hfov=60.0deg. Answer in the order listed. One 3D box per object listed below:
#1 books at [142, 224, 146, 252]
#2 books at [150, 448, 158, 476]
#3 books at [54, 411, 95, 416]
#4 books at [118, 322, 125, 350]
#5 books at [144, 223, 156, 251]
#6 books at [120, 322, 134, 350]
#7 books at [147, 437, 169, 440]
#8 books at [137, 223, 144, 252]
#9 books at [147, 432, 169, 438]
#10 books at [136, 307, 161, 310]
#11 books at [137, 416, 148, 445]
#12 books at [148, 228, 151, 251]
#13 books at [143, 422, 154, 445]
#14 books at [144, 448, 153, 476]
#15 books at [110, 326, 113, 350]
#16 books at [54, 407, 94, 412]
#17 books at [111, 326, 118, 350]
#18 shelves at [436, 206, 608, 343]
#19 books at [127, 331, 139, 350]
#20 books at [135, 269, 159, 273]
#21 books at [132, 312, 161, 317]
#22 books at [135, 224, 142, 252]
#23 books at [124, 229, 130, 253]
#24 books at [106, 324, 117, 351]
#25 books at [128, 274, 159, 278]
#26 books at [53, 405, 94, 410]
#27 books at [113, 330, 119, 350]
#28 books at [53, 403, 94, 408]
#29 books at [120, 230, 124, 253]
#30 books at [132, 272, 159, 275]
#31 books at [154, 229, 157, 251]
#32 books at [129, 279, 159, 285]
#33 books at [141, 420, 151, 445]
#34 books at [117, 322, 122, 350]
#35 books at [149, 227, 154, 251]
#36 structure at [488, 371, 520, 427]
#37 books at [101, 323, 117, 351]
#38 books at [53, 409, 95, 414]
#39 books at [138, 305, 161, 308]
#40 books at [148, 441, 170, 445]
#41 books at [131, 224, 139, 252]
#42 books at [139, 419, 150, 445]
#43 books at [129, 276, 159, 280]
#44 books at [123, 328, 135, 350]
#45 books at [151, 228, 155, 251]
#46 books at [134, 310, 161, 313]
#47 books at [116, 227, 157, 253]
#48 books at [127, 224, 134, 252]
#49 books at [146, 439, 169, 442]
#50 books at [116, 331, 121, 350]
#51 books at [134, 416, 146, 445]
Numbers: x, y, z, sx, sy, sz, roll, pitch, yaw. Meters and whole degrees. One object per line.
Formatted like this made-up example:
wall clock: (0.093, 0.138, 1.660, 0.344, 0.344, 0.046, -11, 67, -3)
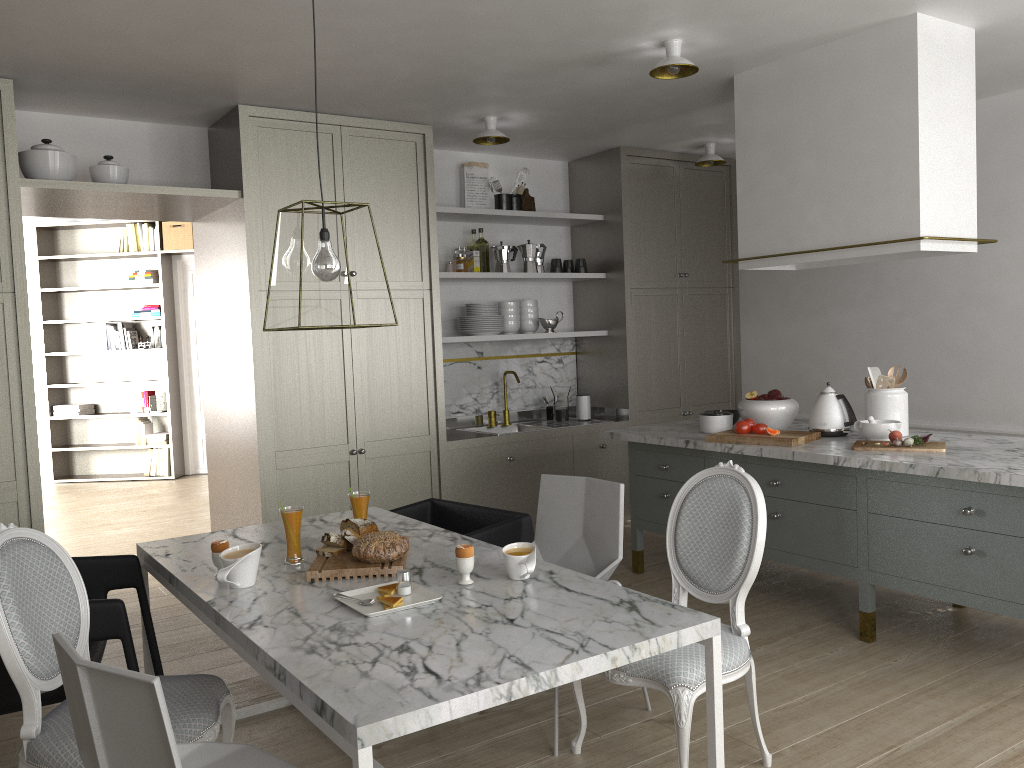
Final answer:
books: (-3.382, -1.349, 8.257, 0.016, 0.250, 0.198, -2, 3, 1)
books: (-3.332, 0.726, 8.359, 0.088, 0.266, 0.169, -2, 3, 6)
books: (-4.147, 0.283, 8.406, 0.265, 0.019, 0.232, -2, 3, 11)
books: (-3.624, -0.450, 8.339, 0.051, 0.258, 0.189, -2, 3, 6)
books: (-3.360, -1.353, 8.256, 0.028, 0.260, 0.198, -2, 3, 1)
books: (-3.602, -0.452, 8.338, 0.046, 0.259, 0.199, -2, 3, 6)
books: (-3.299, 0.504, 8.377, 0.189, 0.013, 0.248, -2, 3, 6)
books: (-3.419, -1.355, 8.257, 0.043, 0.267, 0.198, -2, 3, 1)
books: (-3.297, 0.480, 8.379, 0.187, 0.032, 0.256, -2, 3, 6)
books: (-3.370, -0.698, 8.251, 0.202, 0.023, 0.141, -2, 3, -2)
books: (-3.472, 0.440, 8.344, 0.017, 0.258, 0.174, -2, 3, 6)
books: (-3.338, -1.336, 8.271, 0.016, 0.220, 0.198, -2, 3, 1)
books: (-3.418, 0.468, 8.340, 0.014, 0.199, 0.163, -2, 3, 6)
books: (-3.386, 0.727, 8.363, 0.101, 0.265, 0.169, -2, 3, 6)
books: (-3.719, -0.433, 8.349, 0.018, 0.230, 0.194, -2, 3, 6)
books: (-4.148, 0.244, 8.404, 0.274, 0.019, 0.232, -2, 3, 9)
books: (-3.703, -0.430, 8.348, 0.030, 0.223, 0.189, -2, 3, 6)
shelves: (-0.046, -0.664, 5.521, 1.339, 0.775, 0.352, -4, 4, -34)
books: (-3.553, -0.411, 8.322, 0.043, 0.175, 0.144, -2, 3, 6)
books: (-3.386, -1.047, 8.252, 0.167, 0.022, 0.155, -1, 3, 19)
books: (-3.385, -0.645, 8.280, 0.257, 0.038, 0.193, -3, 3, -4)
books: (-3.444, -1.352, 8.272, 0.051, 0.262, 0.198, -2, 3, 1)
books: (-3.559, -1.323, 8.238, 0.041, 0.217, 0.146, -2, 3, 1)
books: (-3.743, -0.439, 8.346, 0.044, 0.243, 0.182, -2, 3, 6)
books: (-3.403, -1.004, 8.275, 0.248, 0.018, 0.213, -1, 3, 16)
books: (-4.149, 0.225, 8.403, 0.266, 0.019, 0.232, -2, 3, 11)
books: (-3.677, -0.413, 8.315, 0.041, 0.192, 0.133, -2, 3, 6)
books: (-4.150, 0.205, 8.401, 0.268, 0.019, 0.232, -2, 3, 10)
books: (-3.589, -1.318, 8.237, 0.048, 0.208, 0.146, -2, 3, 1)
books: (-3.393, -1.024, 8.257, 0.197, 0.022, 0.174, -1, 3, 16)
books: (-3.284, -1.329, 8.260, 0.015, 0.201, 0.198, -2, 3, 1)
books: (-3.398, -0.947, 8.273, 0.258, 0.048, 0.191, -1, 3, 16)
books: (-3.434, 0.458, 8.341, 0.016, 0.220, 0.163, -2, 3, 6)
books: (-3.642, -0.450, 8.338, 0.036, 0.259, 0.189, -2, 3, 6)
books: (-3.320, -1.339, 8.256, 0.021, 0.226, 0.198, -2, 3, 1)
structure: (-0.058, 0.094, 5.569, 0.167, 0.347, 0.195, -4, 4, -26)
books: (-3.788, -0.444, 8.353, 0.047, 0.257, 0.189, -2, 3, 6)
books: (-4.148, 0.264, 8.405, 0.269, 0.019, 0.232, -2, 3, 12)
books: (-3.360, -0.721, 8.247, 0.185, 0.023, 0.126, -3, 3, -4)
books: (-3.295, 0.545, 8.382, 0.187, 0.028, 0.256, -2, 3, 6)
books: (-3.475, -1.350, 8.258, 0.046, 0.262, 0.198, -2, 3, 1)
books: (-3.453, 0.451, 8.342, 0.017, 0.235, 0.174, -2, 3, 6)
books: (-3.405, -0.983, 8.275, 0.246, 0.024, 0.203, -1, 3, 16)
books: (-3.579, -0.425, 8.325, 0.045, 0.207, 0.162, -2, 3, 6)
books: (-3.301, -1.333, 8.249, 0.017, 0.215, 0.198, -2, 3, 1)
books: (-3.374, -0.676, 8.286, 0.236, 0.023, 0.200, -2, 3, -1)
books: (-3.456, -1.334, 8.258, 0.397, 0.226, 0.198, -2, 3, 0)
books: (-3.511, -1.347, 8.259, 0.054, 0.262, 0.198, -2, 3, 1)
books: (-3.295, 0.520, 8.381, 0.187, 0.020, 0.256, -2, 3, 11)
books: (-3.655, -0.406, 8.310, 0.040, 0.175, 0.118, -2, 3, 6)
books: (-3.492, 0.441, 8.346, 0.021, 0.258, 0.174, -2, 3, 6)
